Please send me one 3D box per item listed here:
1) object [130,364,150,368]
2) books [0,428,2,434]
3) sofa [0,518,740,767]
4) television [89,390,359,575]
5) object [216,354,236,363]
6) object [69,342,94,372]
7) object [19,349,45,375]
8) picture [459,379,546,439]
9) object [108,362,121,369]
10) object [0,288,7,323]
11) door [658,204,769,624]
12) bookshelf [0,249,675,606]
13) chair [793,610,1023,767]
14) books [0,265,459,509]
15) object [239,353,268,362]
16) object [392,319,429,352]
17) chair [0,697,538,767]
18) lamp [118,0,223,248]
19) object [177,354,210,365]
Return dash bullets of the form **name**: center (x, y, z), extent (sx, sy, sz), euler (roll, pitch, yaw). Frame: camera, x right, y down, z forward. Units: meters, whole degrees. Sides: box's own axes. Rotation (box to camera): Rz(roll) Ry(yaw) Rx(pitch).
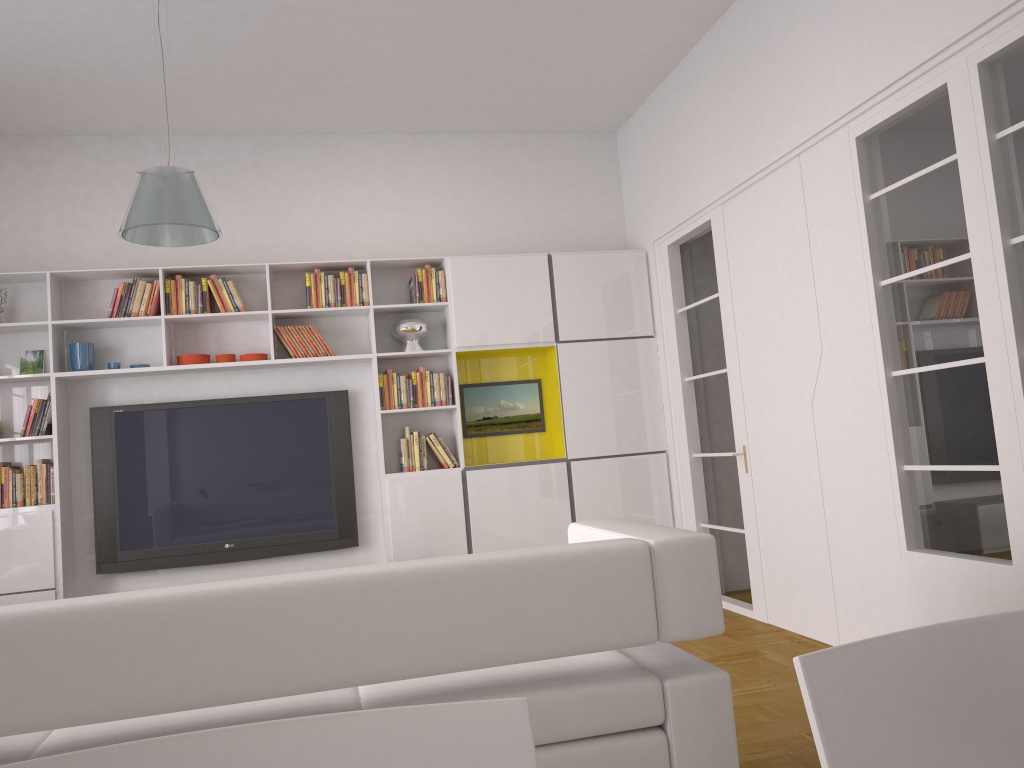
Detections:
- **object**: center (-2.429, -0.106, 5.790), extent (0.124, 0.032, 0.123), euler (-3, -5, -27)
- **books**: center (-3.384, 0.307, 5.553), extent (0.284, 0.153, 0.207), euler (-4, -5, -13)
- **sofa**: center (-0.791, 0.929, 2.379), extent (2.623, 0.850, 0.820), euler (-4, -5, -13)
- **television**: center (-1.902, 0.641, 5.930), extent (1.660, 1.090, 0.081), euler (-4, -5, -13)
- **object**: center (-1.911, -0.156, 5.922), extent (0.129, 0.073, 0.128), euler (-4, -5, -16)
- **object**: center (-2.772, -0.162, 5.721), extent (0.147, 0.193, 0.147), euler (-3, -5, -24)
- **object**: center (-3.120, -0.129, 5.764), extent (0.144, 0.190, 0.051), euler (-4, -5, -13)
- **picture**: center (-0.067, 0.177, 6.424), extent (0.609, 0.389, 0.007), euler (-4, -5, -13)
- **object**: center (-2.582, -0.107, 5.757), extent (0.078, 0.056, 0.078), euler (-6, -5, 12)
- **object**: center (-3.339, -0.481, 5.686), extent (0.179, 0.260, 0.119), euler (-6, -5, 8)
- **door**: center (1.267, 0.191, 5.667), extent (0.139, 2.459, 1.007), euler (-4, -5, -13)
- **bookshelf**: center (-1.555, 0.443, 5.961), extent (5.366, 2.484, 0.388), euler (-4, -5, -13)
- **chair**: center (0.554, 0.650, 0.508), extent (0.561, 0.933, 0.574), euler (-4, -5, -13)
- **books**: center (-2.314, -0.007, 5.809), extent (3.863, 1.458, 0.235), euler (-4, -5, -13)
- **object**: center (-1.731, -0.167, 5.944), extent (0.182, 0.054, 0.182), euler (-4, -4, -16)
- **object**: center (-0.708, -0.325, 6.202), extent (0.256, 0.239, 0.256), euler (-5, -5, -5)
- **chair**: center (-0.128, 0.697, 0.353), extent (0.561, 0.933, 0.574), euler (-4, -5, -13)
- **lamp**: center (-1.669, -1.322, 4.261), extent (0.465, 1.252, 0.463), euler (-4, -5, -13)
- **object**: center (-2.110, -0.149, 5.878), extent (0.210, 0.073, 0.210), euler (-2, -5, -38)
